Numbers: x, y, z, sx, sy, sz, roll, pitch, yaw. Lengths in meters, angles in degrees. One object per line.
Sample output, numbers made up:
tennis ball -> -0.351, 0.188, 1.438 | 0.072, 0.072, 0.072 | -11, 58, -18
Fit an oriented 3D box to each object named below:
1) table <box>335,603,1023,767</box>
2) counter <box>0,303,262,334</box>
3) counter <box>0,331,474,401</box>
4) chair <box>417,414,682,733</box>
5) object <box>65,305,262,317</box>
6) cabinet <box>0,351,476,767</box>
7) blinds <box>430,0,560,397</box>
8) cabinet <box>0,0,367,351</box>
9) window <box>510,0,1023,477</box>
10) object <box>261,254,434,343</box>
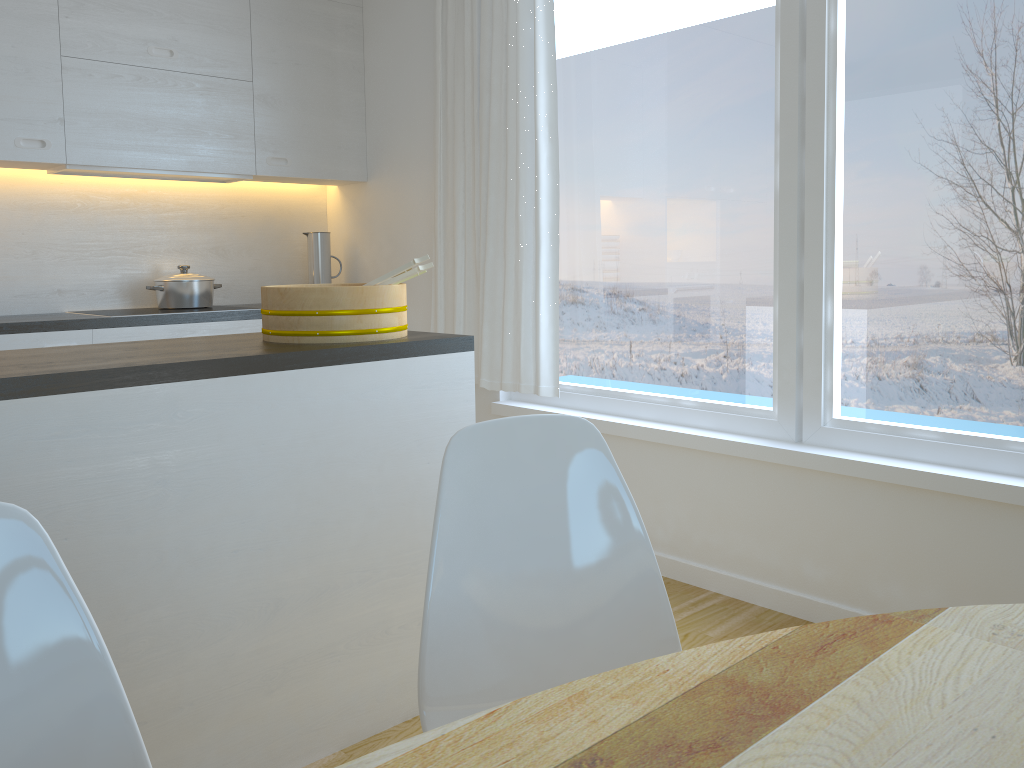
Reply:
table -> 0.150, 0.746, 0.227 | 2.198, 0.721, 1.197 | -8, 10, -44
counter -> -1.513, -0.299, 3.861 | 2.007, 0.040, 0.602 | -8, 11, -43
counter -> -1.181, -0.007, 1.715 | 2.409, 0.040, 0.602 | -8, 11, -43
chair -> 0.124, 0.527, 1.185 | 0.430, 0.897, 0.525 | -3, 6, -23
object -> -1.512, -0.317, 3.865 | 0.656, 0.013, 0.563 | -8, 11, -42
cabinet -> -1.173, 0.464, 1.750 | 2.409, 0.905, 0.602 | -8, 9, -43
blinds -> -0.126, -1.048, 3.640 | 0.150, 2.149, 0.796 | -5, 6, -43
cabinet -> -1.914, -0.548, 3.385 | 3.212, 2.289, 0.482 | -7, 7, -43
window -> 0.939, -0.766, 2.801 | 0.088, 1.908, 2.734 | -5, 8, -43
object -> -0.442, -0.231, 2.340 | 0.430, 0.213, 0.380 | -3, 7, -15
